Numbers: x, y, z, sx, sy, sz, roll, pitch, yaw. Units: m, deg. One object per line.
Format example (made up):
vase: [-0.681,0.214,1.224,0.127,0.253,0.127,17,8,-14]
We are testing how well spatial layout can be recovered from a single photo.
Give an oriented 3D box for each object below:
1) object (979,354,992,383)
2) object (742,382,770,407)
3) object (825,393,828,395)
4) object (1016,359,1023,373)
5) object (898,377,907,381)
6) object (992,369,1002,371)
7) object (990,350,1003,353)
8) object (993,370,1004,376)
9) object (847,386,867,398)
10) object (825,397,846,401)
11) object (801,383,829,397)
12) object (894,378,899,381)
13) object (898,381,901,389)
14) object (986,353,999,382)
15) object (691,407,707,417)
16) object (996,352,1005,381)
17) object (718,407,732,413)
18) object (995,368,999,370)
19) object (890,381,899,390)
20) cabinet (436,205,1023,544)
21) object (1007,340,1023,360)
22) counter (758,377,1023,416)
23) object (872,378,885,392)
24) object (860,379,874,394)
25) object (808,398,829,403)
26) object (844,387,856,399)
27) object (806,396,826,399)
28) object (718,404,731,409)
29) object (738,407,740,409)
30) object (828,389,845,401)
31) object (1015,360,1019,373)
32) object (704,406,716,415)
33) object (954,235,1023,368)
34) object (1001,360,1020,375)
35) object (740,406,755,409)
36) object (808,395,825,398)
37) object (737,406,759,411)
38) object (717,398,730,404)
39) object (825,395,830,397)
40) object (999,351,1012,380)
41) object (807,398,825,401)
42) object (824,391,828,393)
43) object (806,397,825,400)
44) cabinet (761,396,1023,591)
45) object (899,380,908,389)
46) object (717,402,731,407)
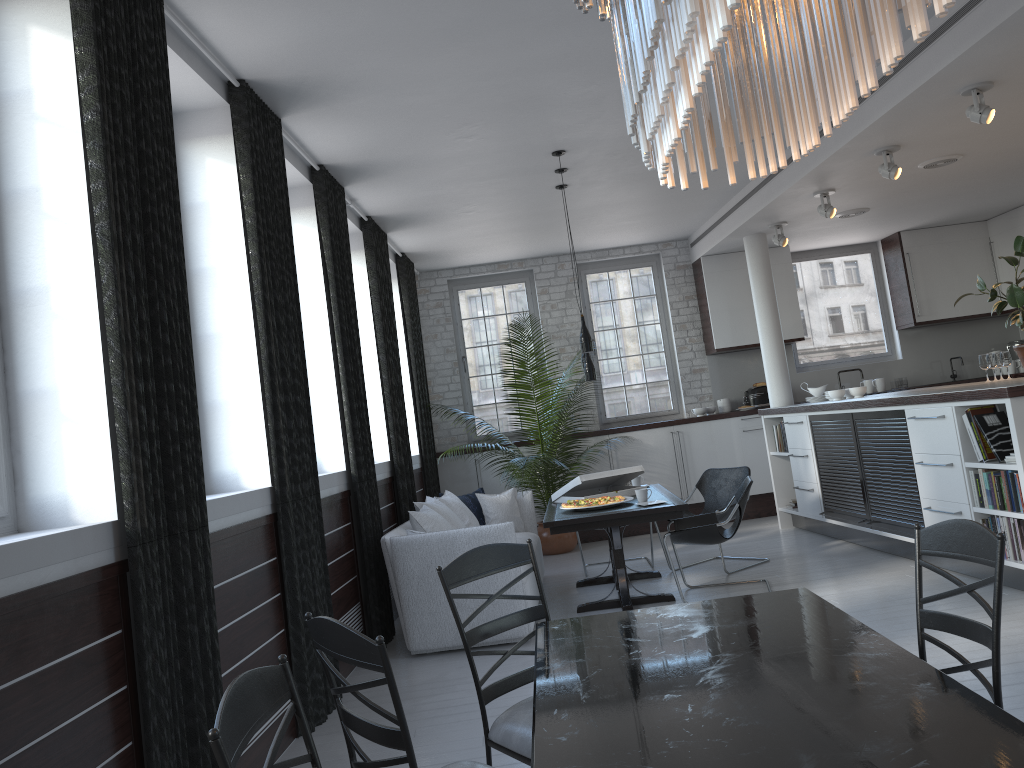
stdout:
object: [3.704,-0.122,6.927,0.082,0.224,0.082,-11,-6,34]
object: [2.864,0.129,10.224,0.414,0.292,0.277,-8,-4,-3]
object: [3.114,0.096,8.475,0.236,0.041,0.235,-7,-3,-11]
object: [5.828,-0.209,10.109,0.109,0.152,0.137,-7,-4,-4]
object: [4.514,-0.025,10.220,0.094,0.098,0.094,-9,-4,14]
object: [5.748,-0.167,10.442,0.154,0.074,0.152,-8,-3,0]
object: [5.714,-0.353,10.463,0.152,0.070,0.153,-11,-5,43]
object: [5.755,-0.132,10.441,0.152,0.056,0.153,-10,-4,40]
object: [3.142,0.076,8.044,0.156,0.093,0.156,-8,-4,12]
object: [3.120,0.131,8.471,0.236,0.041,0.235,-7,-3,-8]
object: [3.010,0.058,8.794,0.268,0.174,0.130,-10,-5,26]
object: [4.509,-0.019,10.324,0.094,0.098,0.093,-6,-4,-20]
object: [4.513,0.011,10.321,0.094,0.098,0.093,-6,-4,-20]
object: [3.708,-0.127,6.825,0.083,0.224,0.082,-7,-5,-12]
object: [2.137,0.321,10.061,0.157,0.093,0.156,-7,-4,-5]
object: [3.794,-0.135,6.896,0.083,0.224,0.082,-7,-5,-13]
object: [2.477,0.306,10.289,0.152,0.056,0.153,-10,-4,40]
object: [5.743,-0.197,10.444,0.153,0.063,0.153,-9,-4,26]
object: [4.413,0.019,10.216,0.094,0.098,0.093,-6,-4,-20]
cabinet: [2.734,-0.173,7.069,7.230,3.010,7.276,-8,-3,-3]
object: [6.028,-0.349,10.108,0.243,0.375,0.871,-7,-3,-7]
counter: [3.306,0.074,6.939,1.447,0.061,4.187,-8,-3,-3]
object: [4.165,0.013,10.031,0.138,0.152,0.108,-4,-6,-42]
object: [4.062,0.031,10.107,0.138,0.152,0.108,-7,-4,-8]
object: [3.047,0.163,8.774,0.262,0.028,0.260,-7,-3,-14]
object: [3.134,0.086,8.220,0.157,0.093,0.156,-7,-4,-17]
object: [3.044,0.140,8.776,0.261,0.028,0.261,-9,-3,25]
object: [2.469,0.271,10.290,0.154,0.074,0.152,-8,-3,0]
object: [2.638,0.274,10.031,0.136,0.037,0.138,-7,-3,-5]
object: [2.977,0.102,8.110,0.157,0.093,0.156,-8,-4,-3]
object: [5.842,-0.203,10.252,0.138,0.152,0.108,-4,-6,-39]
object: [2.270,0.308,10.162,0.157,0.093,0.156,-6,-4,-23]
object: [3.174,-0.469,5.444,0.437,0.894,0.771,-4,-5,-35]
object: [5.713,-0.189,10.187,0.134,0.152,0.249,-8,-4,-1]
object: [2.645,0.265,9.979,0.137,0.044,0.138,-5,-4,-41]
object: [3.043,0.133,8.776,0.262,0.028,0.260,-7,-3,-16]
object: [2.653,0.279,9.975,0.262,0.028,0.260,-7,-3,-16]
object: [2.459,0.210,10.297,0.153,0.075,0.153,-5,-4,-36]
object: [3.117,0.114,8.473,0.236,0.041,0.235,-8,-3,-4]
object: [3.800,-0.141,6.804,0.083,0.224,0.082,-7,-5,-9]
object: [3.046,0.155,8.774,0.261,0.028,0.261,-9,-3,21]
object: [3.113,0.079,8.477,0.235,0.041,0.236,-10,-4,38]
object: [3.045,0.148,8.775,0.261,0.028,0.261,-9,-3,21]
cabinet: [3.385,0.656,6.876,1.501,1.175,4.156,-8,-3,-3]
object: [4.518,0.005,10.218,0.094,0.098,0.094,-9,-4,14]
object: [2.465,0.241,10.292,0.153,0.063,0.153,-9,-4,26]
